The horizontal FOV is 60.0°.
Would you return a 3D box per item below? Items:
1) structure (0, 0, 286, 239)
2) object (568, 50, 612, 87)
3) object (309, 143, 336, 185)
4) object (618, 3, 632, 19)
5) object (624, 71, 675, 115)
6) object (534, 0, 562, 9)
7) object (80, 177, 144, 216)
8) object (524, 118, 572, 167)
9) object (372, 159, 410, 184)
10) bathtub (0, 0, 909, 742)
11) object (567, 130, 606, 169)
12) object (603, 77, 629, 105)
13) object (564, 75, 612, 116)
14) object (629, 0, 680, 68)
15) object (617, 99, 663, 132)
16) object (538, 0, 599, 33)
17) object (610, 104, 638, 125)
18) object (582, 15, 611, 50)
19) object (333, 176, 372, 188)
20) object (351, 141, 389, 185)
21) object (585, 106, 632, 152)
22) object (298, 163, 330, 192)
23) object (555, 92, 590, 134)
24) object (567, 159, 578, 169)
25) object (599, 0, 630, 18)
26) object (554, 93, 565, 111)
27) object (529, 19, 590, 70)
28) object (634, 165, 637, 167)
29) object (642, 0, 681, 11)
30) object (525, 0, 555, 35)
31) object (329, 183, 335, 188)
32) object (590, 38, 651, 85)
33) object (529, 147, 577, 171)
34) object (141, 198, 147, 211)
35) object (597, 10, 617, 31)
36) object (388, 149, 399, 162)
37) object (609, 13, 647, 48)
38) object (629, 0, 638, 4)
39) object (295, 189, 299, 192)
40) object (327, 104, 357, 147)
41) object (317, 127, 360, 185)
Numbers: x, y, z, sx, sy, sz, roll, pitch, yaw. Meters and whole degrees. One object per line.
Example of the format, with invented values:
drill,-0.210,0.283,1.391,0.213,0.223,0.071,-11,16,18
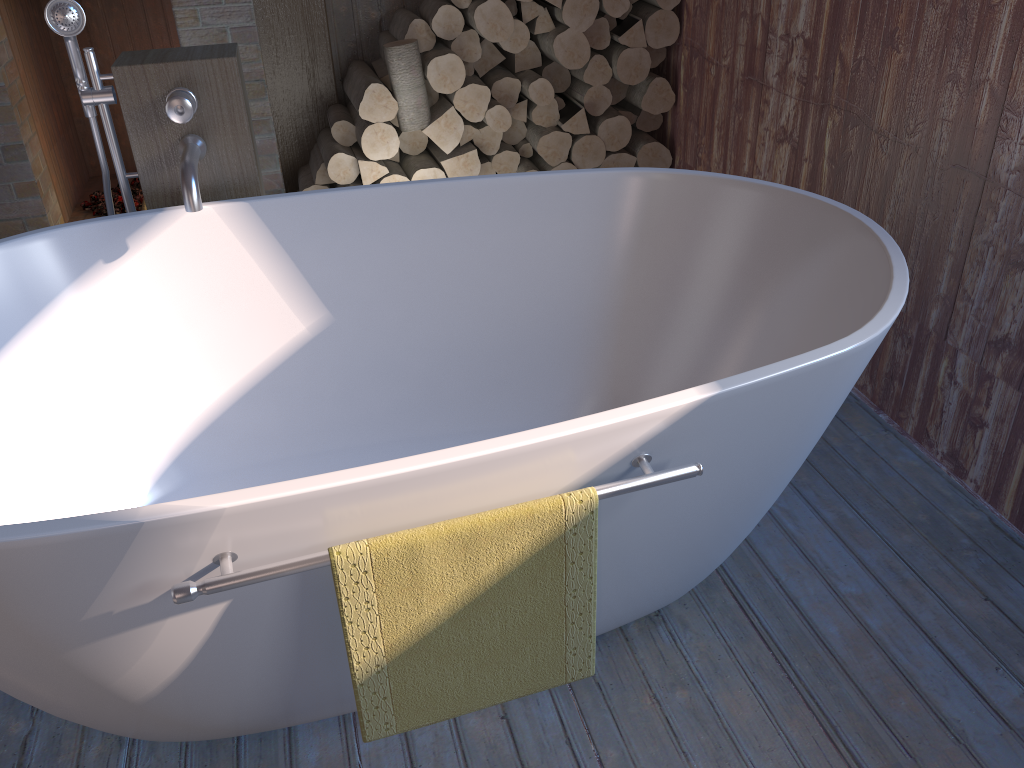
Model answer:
structure,-1.458,-1.053,3.191,1.130,1.330,0.226,-9,31,-12
object,0.272,-1.223,3.380,0.114,0.113,0.301,-11,32,-14
object,-0.730,-0.849,3.391,0.085,0.091,0.280,-10,31,-12
object,0.386,-1.413,3.319,0.067,0.069,0.177,-9,31,-12
object,0.486,-1.191,3.518,0.139,0.137,0.455,-10,32,-13
object,0.079,-1.438,3.221,0.109,0.124,0.424,-10,31,-12
object,-1.504,-0.852,4.066,0.829,0.085,0.935,-19,35,-26
object,0.104,-0.995,3.511,0.139,0.148,0.458,-9,31,-11
object,-0.486,-0.804,3.417,0.137,0.133,0.437,-10,32,-13
bathtub,-0.252,-0.078,1.651,1.935,1.109,1.460,2,31,7
object,0.238,-0.988,3.543,0.135,0.145,0.439,-9,31,-11
object,0.355,-1.210,3.562,0.118,0.106,0.319,-11,32,-14
object,0.279,-1.128,3.431,0.116,0.117,0.289,-11,32,-14
object,0.493,-1.347,3.416,0.137,0.256,0.439,-9,31,-11
object,0.497,-1.118,3.604,0.114,0.113,0.301,-11,32,-14
object,0.188,-1.408,3.276,0.136,0.157,0.439,-9,31,-11
object,0.420,-1.096,3.587,0.088,0.092,0.280,-10,31,-12
object,0.265,-1.338,3.324,0.111,0.118,0.302,-10,31,-12
object,-0.608,-0.757,3.404,0.137,0.133,0.437,-10,32,-13
object,-0.553,-0.860,3.356,0.106,0.104,0.421,-10,32,-13
object,0.334,-1.056,3.533,0.138,0.147,0.440,-9,31,-11
object,-0.766,-0.765,3.434,0.114,0.120,0.303,-9,31,-11
object,0.185,-1.079,3.463,0.115,0.112,0.423,-9,31,-11
object,0.244,-0.888,3.578,0.071,0.074,0.190,-9,31,-11
object,0.312,-1.446,3.289,0.102,0.109,0.438,-9,31,-11
object,0.159,-1.098,3.429,0.054,0.056,0.146,-9,31,-11
object,0.151,-1.294,3.330,0.141,0.143,0.437,-10,32,-13
object,0.432,-0.911,3.698,0.085,0.091,0.280,-10,32,-13
object,0.500,-1.487,3.325,0.102,0.109,0.438,-9,31,-11
object,0.085,-1.365,3.274,0.085,0.096,0.280,-9,31,-11
object,-0.686,-0.650,3.422,0.150,0.159,0.483,-10,31,-13
object,0.385,-1.267,3.427,0.137,0.133,0.437,-10,32,-13
object,0.141,-0.881,3.567,0.141,0.143,0.437,-10,32,-13
object,-1.532,-0.871,3.863,0.221,0.306,0.121,5,31,12
object,0.331,-1.372,3.325,0.065,0.069,0.177,-10,31,-12
object,-0.504,-0.939,3.456,0.086,0.085,0.278,-11,32,-14
object,0.383,-1.364,3.361,0.115,0.112,0.423,-9,31,-11
object,0.429,-1.498,3.351,0.088,0.092,0.280,-9,31,-11
object,-0.816,-0.684,3.467,0.099,0.093,0.280,-9,31,-11
object,-0.637,-0.975,3.336,0.101,0.103,0.242,-9,31,-11
object,-0.654,-0.862,3.330,0.117,0.120,0.370,-10,32,-13
